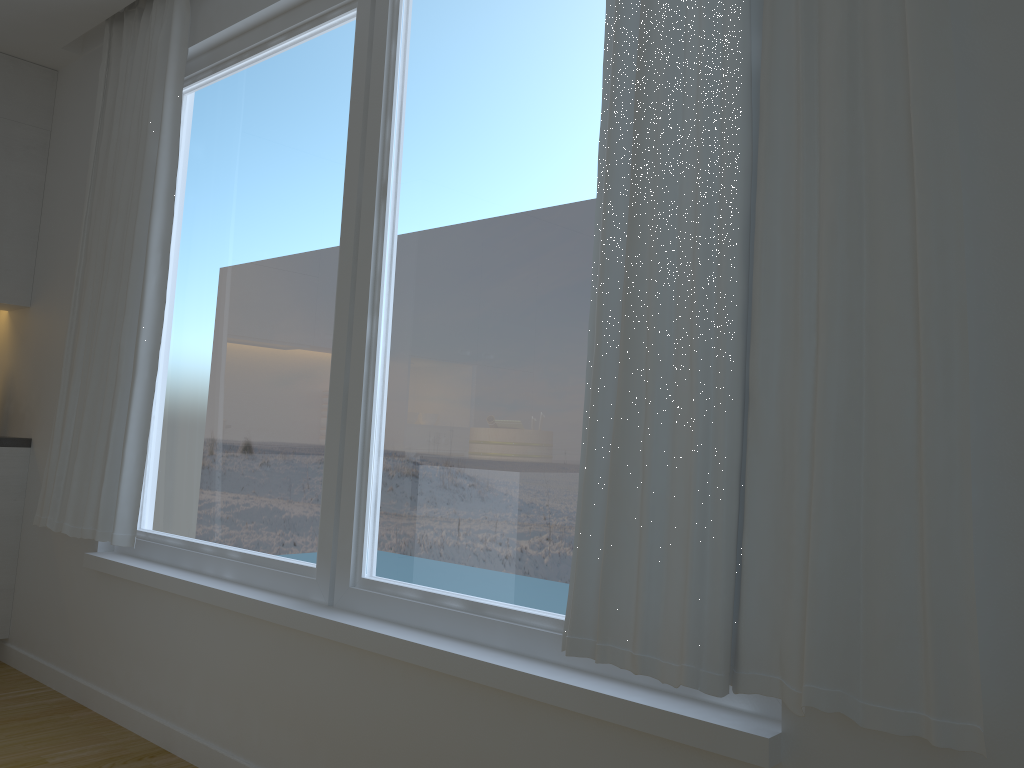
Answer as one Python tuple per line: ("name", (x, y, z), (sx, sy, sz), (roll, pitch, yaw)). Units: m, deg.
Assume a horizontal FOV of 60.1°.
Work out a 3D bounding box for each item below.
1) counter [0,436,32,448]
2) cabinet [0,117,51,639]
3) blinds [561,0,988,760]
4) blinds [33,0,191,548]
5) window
("counter", (-3.005, 0.181, 3.360), (0.599, 0.040, 1.990), (-1, -5, 42))
("cabinet", (-3.342, -0.188, 2.919), (0.480, 2.318, 3.184), (-4, -8, 42))
("blinds", (0.426, -0.540, 1.654), (0.793, 2.177, 0.149), (-4, -10, 42))
("blinds", (-1.565, -0.512, 3.420), (0.793, 2.177, 0.149), (-3, -10, 41))
("window", (-0.436, -0.328, 2.645), (2.722, 1.933, 0.088), (-2, -9, 41))
